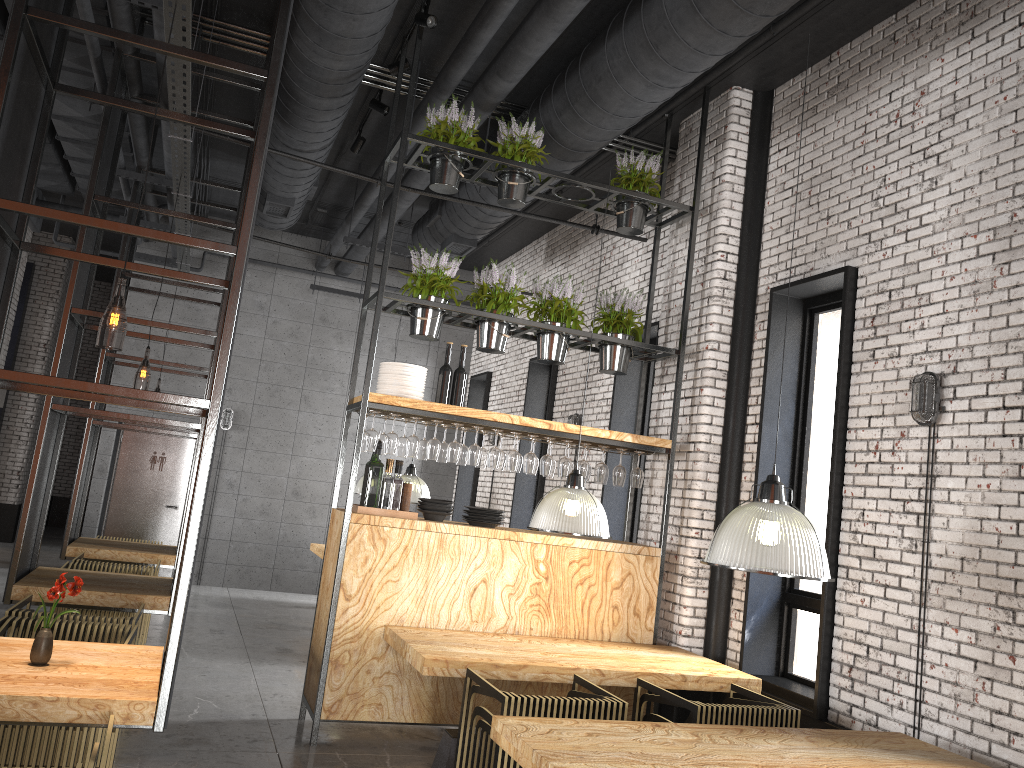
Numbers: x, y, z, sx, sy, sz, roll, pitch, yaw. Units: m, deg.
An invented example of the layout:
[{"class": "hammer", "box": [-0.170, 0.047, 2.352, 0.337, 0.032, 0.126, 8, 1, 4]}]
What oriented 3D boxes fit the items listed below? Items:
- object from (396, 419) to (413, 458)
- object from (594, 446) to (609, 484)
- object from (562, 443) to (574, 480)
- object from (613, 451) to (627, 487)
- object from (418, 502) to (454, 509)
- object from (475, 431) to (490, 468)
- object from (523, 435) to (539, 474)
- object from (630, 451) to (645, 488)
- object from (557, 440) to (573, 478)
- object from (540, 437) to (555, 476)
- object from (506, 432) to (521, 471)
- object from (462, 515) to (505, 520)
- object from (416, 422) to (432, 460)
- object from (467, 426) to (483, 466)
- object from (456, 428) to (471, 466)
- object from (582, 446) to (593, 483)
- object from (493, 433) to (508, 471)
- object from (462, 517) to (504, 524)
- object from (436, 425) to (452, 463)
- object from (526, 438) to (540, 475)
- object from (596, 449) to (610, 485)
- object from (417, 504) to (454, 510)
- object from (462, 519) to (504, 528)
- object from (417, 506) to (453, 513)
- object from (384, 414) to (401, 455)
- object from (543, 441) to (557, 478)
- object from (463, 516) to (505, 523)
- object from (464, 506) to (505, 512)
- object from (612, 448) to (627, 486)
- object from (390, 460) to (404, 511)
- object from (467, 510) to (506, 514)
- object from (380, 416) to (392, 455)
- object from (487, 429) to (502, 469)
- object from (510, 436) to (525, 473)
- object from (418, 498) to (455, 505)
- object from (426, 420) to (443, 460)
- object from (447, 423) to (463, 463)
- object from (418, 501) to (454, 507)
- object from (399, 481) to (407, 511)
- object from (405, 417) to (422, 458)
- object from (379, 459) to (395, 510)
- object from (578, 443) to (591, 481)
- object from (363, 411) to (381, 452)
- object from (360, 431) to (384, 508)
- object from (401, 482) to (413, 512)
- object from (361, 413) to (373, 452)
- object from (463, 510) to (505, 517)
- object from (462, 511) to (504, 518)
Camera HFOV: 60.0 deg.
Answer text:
[{"class": "object", "box": [-0.765, 0.384, 6.285, 0.101, 0.268, 0.100, 5, -9, 17]}, {"class": "object", "box": [0.657, 0.589, 6.476, 0.101, 0.268, 0.100, 5, -9, 12]}, {"class": "object", "box": [0.422, 0.588, 6.696, 0.101, 0.268, 0.100, 5, -9, 12]}, {"class": "object", "box": [0.834, 0.658, 6.839, 0.101, 0.268, 0.100, 5, -9, 12]}, {"class": "object", "box": [-0.534, 0.870, 6.175, 0.257, 0.072, 0.256, 0, -10, 43]}, {"class": "object", "box": [-0.216, 0.478, 6.475, 0.101, 0.268, 0.100, 5, -9, 17]}, {"class": "object", "box": [0.134, 0.499, 6.295, 0.101, 0.268, 0.100, 5, -9, 17]}, {"class": "object", "box": [0.932, 0.636, 6.572, 0.101, 0.268, 0.100, 5, -9, 12]}, {"class": "object", "box": [0.382, 0.541, 6.381, 0.101, 0.268, 0.100, 5, -9, 17]}, {"class": "object", "box": [0.254, 0.519, 6.337, 0.101, 0.268, 0.100, 5, -9, 17]}, {"class": "object", "box": [0.012, 0.478, 6.253, 0.101, 0.268, 0.100, 5, -9, 17]}, {"class": "object", "box": [-0.206, 0.954, 6.267, 0.305, 0.046, 0.305, 3, -8, 28]}, {"class": "object", "box": [-0.628, 0.408, 6.333, 0.101, 0.268, 0.100, 5, -9, 17]}, {"class": "object", "box": [-0.256, 0.432, 6.160, 0.101, 0.268, 0.100, 5, -9, 17]}, {"class": "object", "box": [-0.353, 0.455, 6.428, 0.101, 0.268, 0.100, 5, -9, 17]}, {"class": "object", "box": [0.559, 0.611, 6.744, 0.101, 0.268, 0.100, 5, -9, 12]}, {"class": "object", "box": [-0.086, 0.501, 6.520, 0.101, 0.268, 0.100, 5, -9, 17]}, {"class": "object", "box": [-0.207, 0.978, 6.263, 0.306, 0.041, 0.305, 7, -7, -2]}, {"class": "object", "box": [-0.491, 0.431, 6.380, 0.101, 0.268, 0.100, 5, -9, 17]}, {"class": "object", "box": [0.156, 0.542, 6.604, 0.101, 0.268, 0.100, 5, -9, 17]}, {"class": "object", "box": [0.697, 0.635, 6.792, 0.101, 0.268, 0.100, 5, -9, 12]}, {"class": "object", "box": [-0.537, 0.888, 6.174, 0.257, 0.075, 0.256, 6, -8, 6]}, {"class": "object", "box": [-0.209, 0.989, 6.262, 0.306, 0.035, 0.305, 5, -8, 18]}, {"class": "object", "box": [-0.539, 0.895, 6.172, 0.257, 0.076, 0.256, 10, -8, -19]}, {"class": "object", "box": [-0.805, 0.338, 5.970, 0.101, 0.268, 0.100, 5, -9, 17]}, {"class": "object", "box": [0.285, 0.564, 6.649, 0.101, 0.268, 0.100, 5, -9, 17]}, {"class": "object", "box": [-0.205, 0.963, 6.266, 0.305, 0.044, 0.305, 10, -8, -18]}, {"class": "object", "box": [-0.197, 0.900, 6.277, 0.305, 0.040, 0.305, 13, -9, -36]}, {"class": "object", "box": [0.794, 0.612, 6.524, 0.101, 0.268, 0.100, 5, -9, 12]}, {"class": "object", "box": [-0.790, 0.704, 6.046, 0.070, 0.369, 0.107, 10, -9, -20]}, {"class": "object", "box": [-0.200, 0.914, 6.275, 0.305, 0.049, 0.305, 6, -7, 6]}, {"class": "object", "box": [-0.903, 0.361, 6.238, 0.101, 0.268, 0.100, 5, -9, 17]}, {"class": "object", "box": [-0.118, 0.456, 6.208, 0.101, 0.268, 0.100, 5, -9, 17]}, {"class": "object", "box": [0.037, 0.522, 6.563, 0.101, 0.268, 0.100, 5, -9, 17]}, {"class": "object", "box": [-0.530, 0.841, 6.181, 0.257, 0.076, 0.256, 5, -8, 18]}, {"class": "object", "box": [-0.530, 0.385, 6.065, 0.101, 0.268, 0.100, 5, -9, 17]}, {"class": "object", "box": [-0.393, 0.409, 6.113, 0.101, 0.268, 0.100, 5, -9, 17]}, {"class": "object", "box": [-0.534, 0.866, 6.177, 0.256, 0.072, 0.256, 10, -8, -19]}, {"class": "object", "box": [-0.749, 0.796, 6.134, 0.056, 0.249, 0.056, 11, -9, -26]}, {"class": "object", "box": [-0.668, 0.361, 6.018, 0.101, 0.268, 0.100, 5, -9, 17]}, {"class": "object", "box": [-0.851, 0.694, 6.024, 0.070, 0.369, 0.107, 10, -9, -20]}, {"class": "object", "box": [0.520, 0.565, 6.429, 0.101, 0.268, 0.100, 5, -9, 12]}, {"class": "object", "box": [-0.934, 0.316, 5.925, 0.101, 0.268, 0.100, 5, -9, 17]}, {"class": "object", "box": [-0.931, 0.584, 5.992, 0.106, 0.556, 0.156, 10, -9, -20]}, {"class": "object", "box": [-0.720, 0.789, 6.053, 0.056, 0.249, 0.056, 11, -9, -26]}, {"class": "object", "box": [-1.032, 0.339, 6.193, 0.101, 0.268, 0.100, 5, -9, 17]}, {"class": "object", "box": [-0.201, 0.925, 6.272, 0.305, 0.037, 0.305, 10, -8, -18]}, {"class": "object", "box": [-0.202, 0.940, 6.269, 0.306, 0.042, 0.305, 3, -8, 28]}]
